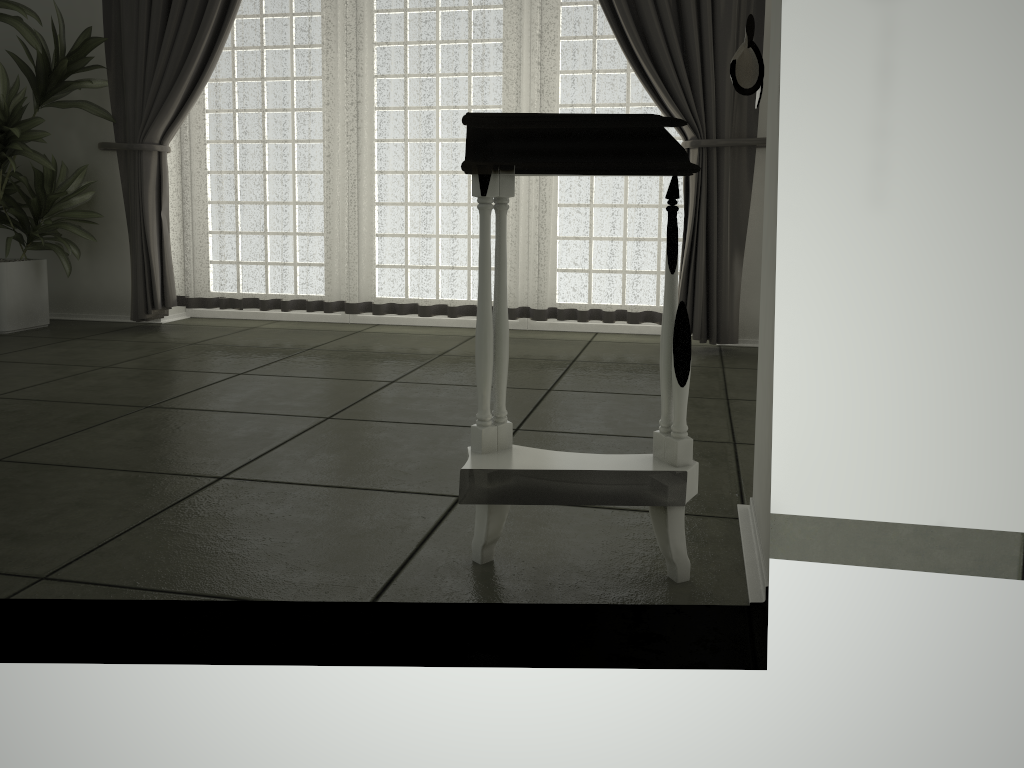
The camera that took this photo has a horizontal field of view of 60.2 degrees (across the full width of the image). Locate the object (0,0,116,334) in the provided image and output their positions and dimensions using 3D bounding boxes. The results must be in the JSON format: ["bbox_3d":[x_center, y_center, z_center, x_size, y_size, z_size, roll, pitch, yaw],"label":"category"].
[{"bbox_3d":[-2.653,-1.313,4.418,1.165,2.075,1.048,5,8,30],"label":"object"}]

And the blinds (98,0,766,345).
[{"bbox_3d":[-0.455,-1.538,4.365,3.661,2.577,0.667,3,7,12],"label":"blinds"}]

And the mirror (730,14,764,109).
[{"bbox_3d":[0.343,-0.998,1.095,0.082,1.196,0.847,2,8,12],"label":"mirror"}]

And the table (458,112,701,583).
[{"bbox_3d":[0.054,-0.009,1.252,0.433,0.797,0.706,2,8,12],"label":"table"}]
